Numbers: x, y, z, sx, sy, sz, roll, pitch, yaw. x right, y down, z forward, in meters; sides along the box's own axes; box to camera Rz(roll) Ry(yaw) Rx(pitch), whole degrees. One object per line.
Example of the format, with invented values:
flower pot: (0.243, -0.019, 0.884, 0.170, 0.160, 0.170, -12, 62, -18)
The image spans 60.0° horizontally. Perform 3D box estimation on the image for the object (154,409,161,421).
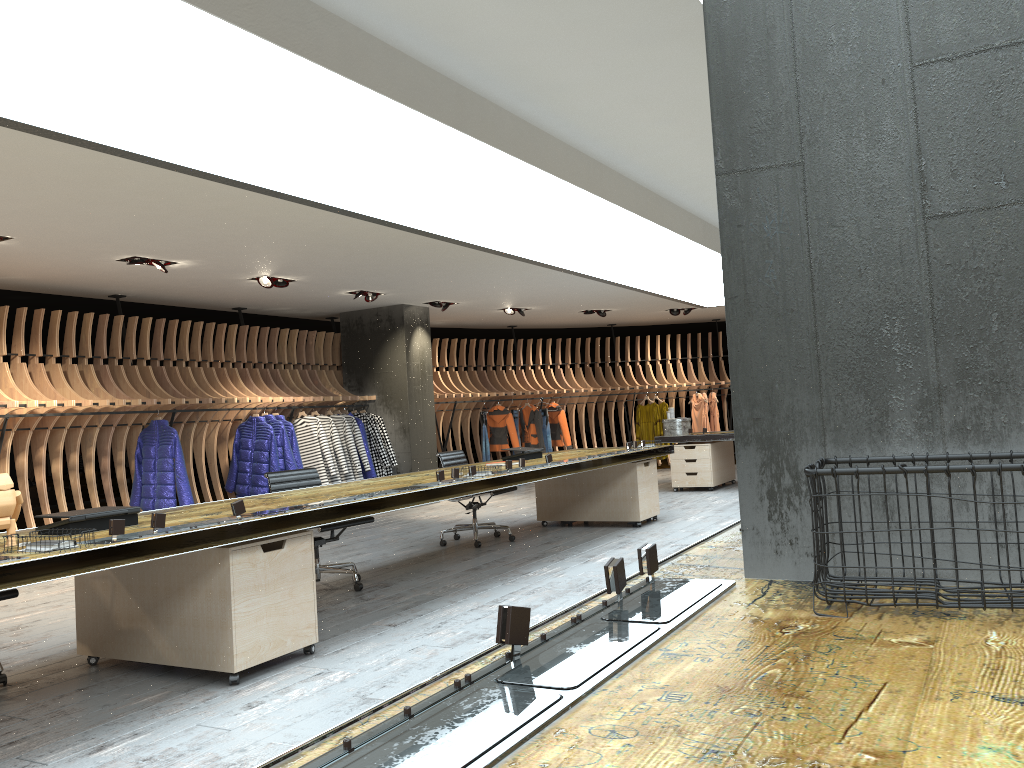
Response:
object: (-3.694, 0.399, 9.254, 0.525, 0.270, 0.012, -5, -3, 29)

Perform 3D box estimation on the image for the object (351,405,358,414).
object: (-2.120, 0.435, 12.052, 0.516, 0.316, 0.012, -5, -3, 29)

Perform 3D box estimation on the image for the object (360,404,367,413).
object: (-2.032, 0.433, 12.218, 0.517, 0.313, 0.012, -5, -3, 29)

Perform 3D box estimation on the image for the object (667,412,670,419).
object: (2.170, 0.437, 12.299, 0.062, 0.109, 0.062, -3, -3, -5)

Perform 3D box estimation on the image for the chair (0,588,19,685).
chair: (-2.684, 1.038, 4.058, 0.667, 0.860, 0.693, -4, -3, 20)

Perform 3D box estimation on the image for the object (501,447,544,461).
object: (0.099, 0.643, 8.191, 0.261, 0.111, 0.373, -5, -2, 29)

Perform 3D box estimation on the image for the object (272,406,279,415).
object: (-2.867, 0.403, 10.753, 0.525, 0.270, 0.012, -5, -3, 29)

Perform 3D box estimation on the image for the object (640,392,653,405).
object: (2.426, 0.276, 15.972, 0.012, 0.270, 0.524, -2, -3, -31)

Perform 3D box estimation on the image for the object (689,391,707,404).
object: (3.371, 0.221, 16.139, 0.012, 0.270, 0.524, -2, -3, -26)

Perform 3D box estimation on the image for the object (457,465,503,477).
object: (-0.232, 0.618, 6.256, 0.302, 0.072, 0.209, -4, -2, 23)

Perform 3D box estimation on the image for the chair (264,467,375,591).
chair: (-1.378, 1.042, 6.358, 0.667, 0.860, 0.693, -5, -3, 25)

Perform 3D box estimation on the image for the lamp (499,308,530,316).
lamp: (0.039, -1.175, 13.531, 0.493, 0.296, 0.269, -1, -3, -42)

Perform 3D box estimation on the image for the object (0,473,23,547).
object: (-2.099, 0.515, 3.575, 0.097, 0.301, 0.320, -4, -3, 13)

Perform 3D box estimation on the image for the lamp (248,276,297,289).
lamp: (-2.582, -1.165, 9.565, 0.269, 0.286, 0.492, -5, -3, 29)

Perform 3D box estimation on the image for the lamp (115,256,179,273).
lamp: (-3.352, -1.164, 8.168, 0.269, 0.294, 0.492, -5, -3, 29)

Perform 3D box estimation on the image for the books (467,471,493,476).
books: (-0.230, 0.629, 6.251, 0.155, 0.025, 0.110, -4, -2, 24)

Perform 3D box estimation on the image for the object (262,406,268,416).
object: (-2.938, 0.410, 10.588, 0.523, 0.291, 0.012, -5, -3, 29)

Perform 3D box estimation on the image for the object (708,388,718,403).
object: (3.653, 0.204, 16.145, 0.012, 0.270, 0.524, -3, -2, -6)

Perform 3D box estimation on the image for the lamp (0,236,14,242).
lamp: (-4.123, -1.169, 6.772, 0.269, 0.292, 0.492, -5, -3, 29)

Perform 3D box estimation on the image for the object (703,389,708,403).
object: (3.490, 0.214, 16.150, 0.012, 0.270, 0.524, -3, -2, -1)

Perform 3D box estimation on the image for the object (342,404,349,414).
object: (-2.247, 0.408, 11.941, 0.525, 0.270, 0.012, -5, -3, 29)

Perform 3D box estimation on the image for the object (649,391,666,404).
object: (2.602, 0.267, 16.020, 0.012, 0.270, 0.524, -2, -3, -31)

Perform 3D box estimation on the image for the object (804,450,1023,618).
object: (0.835, 0.288, 1.738, 0.459, 0.290, 0.329, -5, -3, 27)

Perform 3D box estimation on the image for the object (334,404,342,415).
object: (-2.291, 0.423, 11.737, 0.517, 0.313, 0.012, -5, -3, 29)

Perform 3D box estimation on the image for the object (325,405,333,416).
object: (-2.377, 0.423, 11.581, 0.517, 0.313, 0.012, -5, -3, 29)

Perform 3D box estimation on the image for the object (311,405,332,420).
object: (-2.504, 0.422, 11.351, 0.517, 0.313, 0.012, -5, -3, 29)

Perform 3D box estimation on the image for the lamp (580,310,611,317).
lamp: (1.351, -1.224, 14.422, 0.493, 0.293, 0.269, -2, -3, -29)

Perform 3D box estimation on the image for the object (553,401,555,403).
object: (0.713, 0.351, 15.290, 0.012, 0.270, 0.524, -2, -3, -31)

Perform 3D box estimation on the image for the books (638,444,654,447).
books: (1.397, 0.637, 9.212, 0.155, 0.025, 0.110, -4, -2, 24)

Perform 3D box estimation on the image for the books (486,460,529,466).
books: (-0.038, 0.668, 7.489, 0.213, 0.026, 0.366, -5, -2, 29)

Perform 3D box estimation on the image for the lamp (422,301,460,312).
lamp: (-0.990, -1.158, 12.325, 0.269, 0.292, 0.492, -5, -3, 35)

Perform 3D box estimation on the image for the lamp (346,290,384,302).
lamp: (-1.811, -1.158, 10.961, 0.269, 0.292, 0.492, -5, -3, 29)

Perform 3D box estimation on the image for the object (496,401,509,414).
object: (-0.223, 0.384, 14.649, 0.524, 0.270, 0.012, -6, -4, 44)

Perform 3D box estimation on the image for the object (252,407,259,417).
object: (-3.035, 0.417, 10.480, 0.523, 0.293, 0.012, -5, -3, 29)

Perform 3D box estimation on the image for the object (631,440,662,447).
object: (1.394, 0.628, 9.216, 0.302, 0.074, 0.216, -4, -2, 23)

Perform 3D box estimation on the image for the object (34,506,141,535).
object: (-1.961, 0.632, 4.111, 0.262, 0.088, 0.373, -5, -2, 29)

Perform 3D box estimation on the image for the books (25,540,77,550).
books: (-1.787, 0.622, 3.434, 0.155, 0.025, 0.110, -4, -2, 24)

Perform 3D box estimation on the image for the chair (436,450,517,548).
chair: (-0.318, 1.048, 8.298, 0.667, 0.860, 0.693, -4, -3, 15)

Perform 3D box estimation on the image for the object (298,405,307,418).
object: (-2.618, 0.422, 11.145, 0.517, 0.313, 0.012, -5, -3, 29)

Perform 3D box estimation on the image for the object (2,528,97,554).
object: (-1.790, 0.612, 3.439, 0.302, 0.074, 0.216, -4, -2, 23)

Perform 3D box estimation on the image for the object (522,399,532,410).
object: (0.257, 0.370, 14.997, 0.012, 0.270, 0.524, -1, -3, -41)

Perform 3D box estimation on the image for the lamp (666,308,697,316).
lamp: (2.852, -1.294, 14.940, 0.493, 0.298, 0.269, -3, -3, -11)
